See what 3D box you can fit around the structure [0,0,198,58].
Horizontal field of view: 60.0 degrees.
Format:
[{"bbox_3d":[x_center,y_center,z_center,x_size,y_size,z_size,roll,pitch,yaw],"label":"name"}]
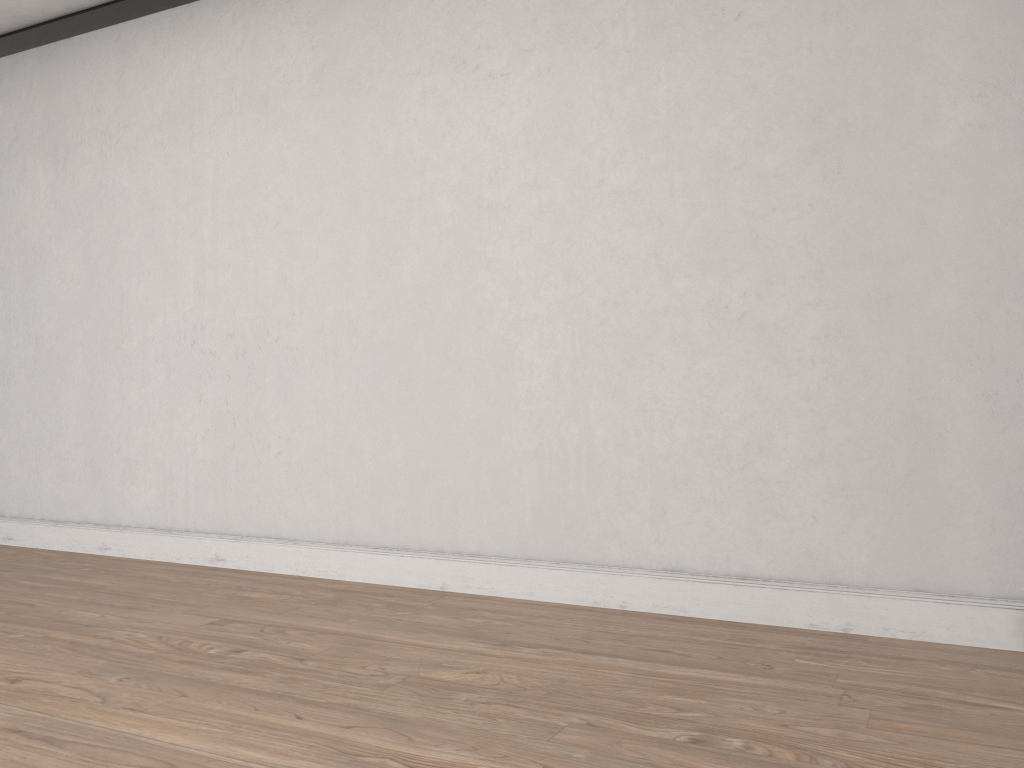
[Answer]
[{"bbox_3d":[-2.158,-2.301,1.930,5.927,1.213,4.158,-1,-1,27],"label":"structure"}]
